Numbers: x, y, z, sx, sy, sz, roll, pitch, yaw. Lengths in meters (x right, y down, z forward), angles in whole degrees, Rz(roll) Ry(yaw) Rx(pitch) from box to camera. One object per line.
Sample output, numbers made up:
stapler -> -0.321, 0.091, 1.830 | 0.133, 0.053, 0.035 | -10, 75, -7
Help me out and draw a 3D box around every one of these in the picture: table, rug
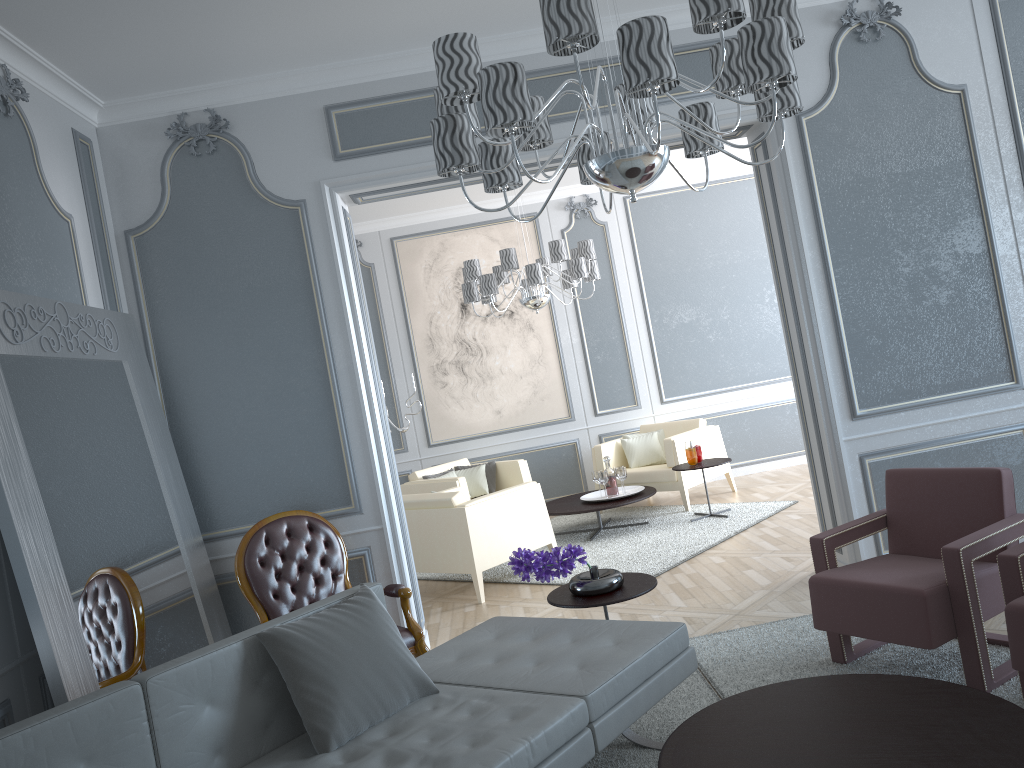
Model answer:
table -> 0.367, 0.947, 3.290 | 0.414, 0.385, 0.414 | -10, 0, -15
table -> 0.627, 0.949, 6.421 | 0.882, 0.239, 0.882 | -10, 1, -5
rug -> 0.754, 1.088, 2.120 | 2.018, 0.010, 3.204 | -10, 1, -2
table -> 1.356, 0.743, 6.182 | 0.415, 0.385, 0.413 | -11, 0, -45
table -> 0.801, 0.963, 2.080 | 0.881, 0.239, 0.883 | -10, 1, 15
rug -> 0.601, 1.073, 6.120 | 1.997, 0.010, 2.003 | -10, 1, 43

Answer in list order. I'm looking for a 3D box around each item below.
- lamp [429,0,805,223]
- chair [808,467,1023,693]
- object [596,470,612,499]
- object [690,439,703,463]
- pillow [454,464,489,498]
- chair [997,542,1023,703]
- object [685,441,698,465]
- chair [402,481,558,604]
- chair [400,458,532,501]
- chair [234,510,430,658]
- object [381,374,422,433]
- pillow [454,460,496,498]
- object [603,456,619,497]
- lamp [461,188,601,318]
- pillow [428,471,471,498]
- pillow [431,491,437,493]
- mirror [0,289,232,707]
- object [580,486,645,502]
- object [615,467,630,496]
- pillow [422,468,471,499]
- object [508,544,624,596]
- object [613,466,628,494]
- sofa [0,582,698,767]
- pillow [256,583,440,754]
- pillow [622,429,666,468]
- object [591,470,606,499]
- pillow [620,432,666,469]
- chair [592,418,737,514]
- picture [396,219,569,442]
lamp -> 0.220, -1.033, 2.372 | 0.977, 1.120, 0.975 | -10, 0, -14
chair -> 1.382, 0.645, 3.036 | 0.607, 0.620, 0.575 | -10, 0, -32
object -> 0.657, 0.720, 6.308 | 0.080, 0.196, 0.080 | -10, 0, 1
object -> 1.302, 0.473, 6.264 | 0.075, 0.165, 0.075 | -10, 0, -43
pillow -> -0.346, 0.792, 7.076 | 0.312, 0.245, 0.163 | -10, 0, 2
chair -> 1.723, 0.589, 2.427 | 0.607, 0.620, 0.575 | -10, 0, -32
object -> 1.251, 0.483, 6.194 | 0.075, 0.165, 0.075 | -10, 0, -13
chair -> -0.286, 0.932, 5.534 | 0.853, 0.621, 0.738 | -10, 0, 43
chair -> -0.339, 0.926, 7.005 | 0.736, 0.621, 0.856 | -10, 0, 43
chair -> -0.753, 0.930, 3.603 | 0.573, 0.828, 0.574 | -10, 0, -42
object -> -0.960, 0.649, 7.134 | 0.446, 1.386, 0.447 | -11, 0, 43
pillow -> -0.295, 0.782, 7.147 | 0.350, 0.276, 0.184 | -10, 0, 14
object -> 0.703, 0.663, 6.381 | 0.086, 0.290, 0.086 | -11, 0, 19
lamp -> 0.077, -1.049, 6.339 | 0.977, 1.120, 0.975 | -10, 0, -14
pillow -> -0.485, 0.819, 6.915 | 0.163, 0.245, 0.312 | -10, 0, 32
pillow -> -0.428, 0.824, 5.594 | 0.182, 0.285, 0.360 | -10, 0, 4
mirror -> -1.384, 0.566, 3.177 | 0.251, 1.792, 1.400 | -10, 0, -2
object -> 0.723, 0.796, 6.369 | 0.468, 0.028, 0.468 | -10, 1, 10
object -> 0.792, 0.695, 6.334 | 0.080, 0.196, 0.080 | -10, 0, -19
pillow -> -0.521, 0.826, 6.996 | 0.184, 0.276, 0.351 | -10, 0, 44
object -> 0.205, 0.669, 3.229 | 0.425, 0.221, 0.206 | -11, 0, -32
object -> 0.788, 0.695, 6.418 | 0.080, 0.196, 0.080 | -10, 0, -19
sofa -> -0.413, 0.958, 2.172 | 0.809, 0.668, 2.207 | -10, 1, 38
pillow -> -0.445, 0.785, 2.456 | 0.253, 0.354, 0.423 | -10, 0, 35
pillow -> 1.093, 0.527, 7.204 | 0.351, 0.276, 0.184 | -10, 0, 4
object -> 0.630, 0.724, 6.403 | 0.080, 0.196, 0.080 | -10, 0, -19
pillow -> 1.054, 0.534, 7.125 | 0.312, 0.245, 0.163 | -10, 0, -8
chair -> 1.178, 0.646, 7.063 | 0.853, 0.621, 0.738 | -10, 0, 43
picture -> -0.252, -0.471, 7.681 | 1.199, 1.751, 0.001 | -10, 0, -2
